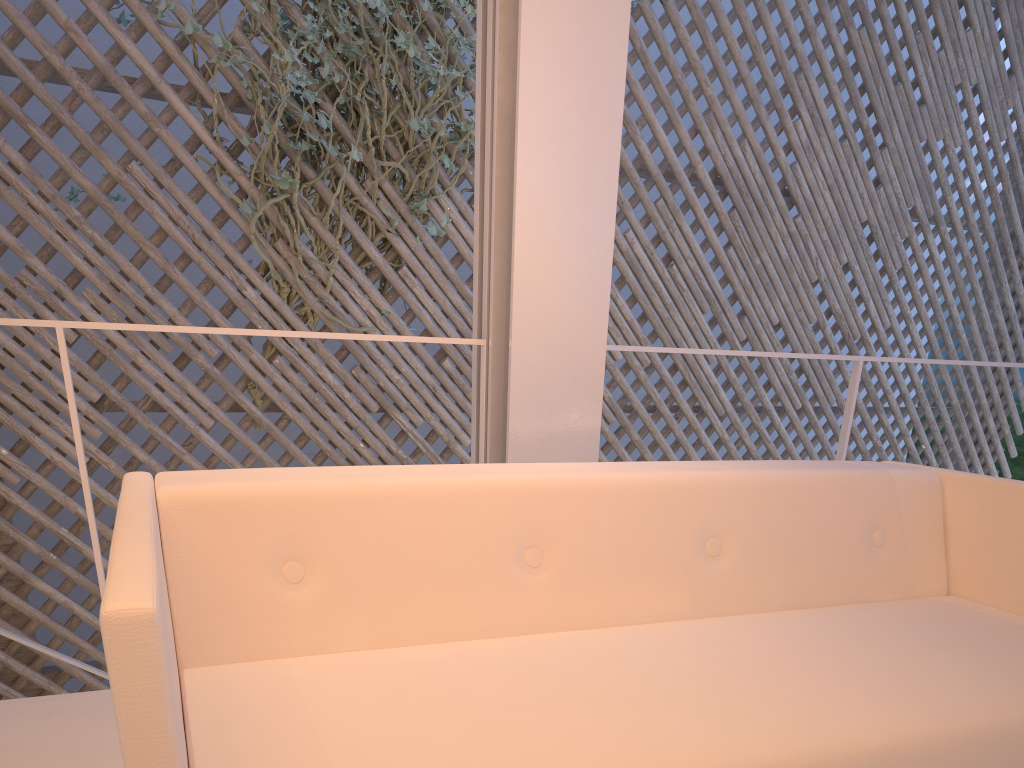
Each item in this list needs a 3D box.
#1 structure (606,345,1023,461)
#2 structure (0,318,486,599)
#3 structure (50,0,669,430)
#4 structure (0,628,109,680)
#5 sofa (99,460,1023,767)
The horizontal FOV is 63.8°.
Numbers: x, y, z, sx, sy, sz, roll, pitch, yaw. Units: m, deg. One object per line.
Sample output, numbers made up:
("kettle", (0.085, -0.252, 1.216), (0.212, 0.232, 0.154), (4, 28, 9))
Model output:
("structure", (0.883, 0.249, 1.691), (1.693, 0.621, 0.025), (1, 19, -21))
("structure", (-0.834, 0.208, 1.028), (1.695, 0.621, 0.025), (1, 19, -21))
("structure", (-0.144, -1.254, 2.360), (2.325, 2.989, 0.669), (-5, 20, -27))
("structure", (-1.254, 0.900, 1.894), (1.938, 2.155, 1.076), (-4, 18, -27))
("sofa", (0.164, 0.296, 0.838), (0.980, 0.408, 0.458), (0, 10, -21))
